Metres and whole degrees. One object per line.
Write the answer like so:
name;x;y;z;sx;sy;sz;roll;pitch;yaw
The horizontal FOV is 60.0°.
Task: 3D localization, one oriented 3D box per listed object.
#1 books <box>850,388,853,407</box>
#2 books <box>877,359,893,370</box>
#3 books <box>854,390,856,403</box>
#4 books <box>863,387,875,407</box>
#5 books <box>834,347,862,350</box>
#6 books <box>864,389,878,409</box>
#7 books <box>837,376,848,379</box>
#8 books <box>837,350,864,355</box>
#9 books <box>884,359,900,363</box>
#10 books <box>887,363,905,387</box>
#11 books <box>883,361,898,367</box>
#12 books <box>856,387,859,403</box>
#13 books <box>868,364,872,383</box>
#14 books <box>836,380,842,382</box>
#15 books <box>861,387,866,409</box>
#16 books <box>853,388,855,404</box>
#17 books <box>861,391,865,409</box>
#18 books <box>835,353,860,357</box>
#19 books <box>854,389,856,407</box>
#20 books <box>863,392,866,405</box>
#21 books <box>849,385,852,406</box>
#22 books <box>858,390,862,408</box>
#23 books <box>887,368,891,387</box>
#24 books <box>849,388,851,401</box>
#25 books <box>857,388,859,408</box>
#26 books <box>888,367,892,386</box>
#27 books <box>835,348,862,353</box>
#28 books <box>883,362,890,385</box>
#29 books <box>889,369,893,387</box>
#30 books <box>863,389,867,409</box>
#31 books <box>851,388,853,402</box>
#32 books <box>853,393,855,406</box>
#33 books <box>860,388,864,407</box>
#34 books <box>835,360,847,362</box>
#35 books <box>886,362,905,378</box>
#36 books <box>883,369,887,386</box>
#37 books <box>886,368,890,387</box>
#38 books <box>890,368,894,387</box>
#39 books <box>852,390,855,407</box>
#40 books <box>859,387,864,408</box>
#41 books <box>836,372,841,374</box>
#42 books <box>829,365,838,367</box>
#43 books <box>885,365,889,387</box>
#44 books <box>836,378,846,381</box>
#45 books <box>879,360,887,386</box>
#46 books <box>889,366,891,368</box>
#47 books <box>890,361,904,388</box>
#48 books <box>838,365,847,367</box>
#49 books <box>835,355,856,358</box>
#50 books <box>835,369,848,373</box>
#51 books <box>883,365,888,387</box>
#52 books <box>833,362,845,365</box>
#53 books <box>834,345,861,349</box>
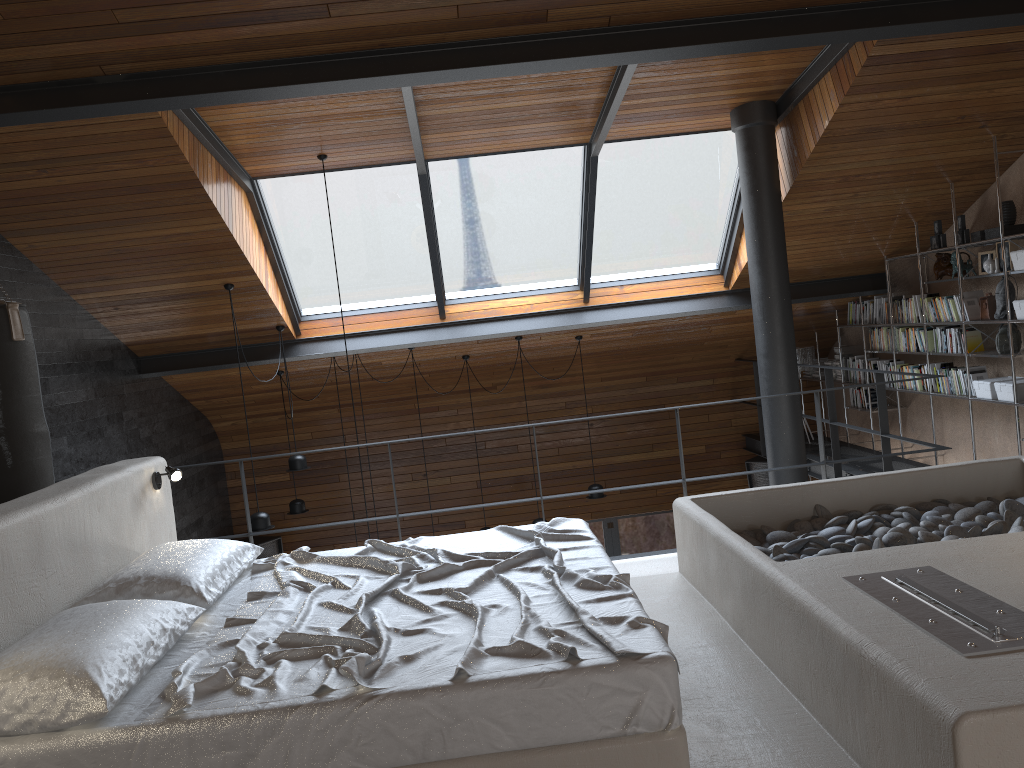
books;3.486;0.123;8.959;0.127;0.201;0.011;-7;3;-3
books;3.523;-0.109;8.338;0.148;0.233;0.053;-7;3;-3
books;3.489;0.139;8.876;0.112;0.177;0.009;-7;3;-3
books;3.514;0.131;8.657;0.137;0.216;0.049;-7;3;-3
books;3.460;-0.366;9.120;0.228;0.016;0.182;-7;3;-3
books;3.515;0.143;8.642;0.138;0.191;0.049;-7;3;-3
books;3.493;-0.079;9.120;0.239;0.021;0.174;-6;3;3
books;3.484;-0.325;9.107;0.234;0.028;0.180;-7;3;-3
books;3.559;-0.108;8.256;0.148;0.233;0.053;-7;3;-3
books;3.526;-0.091;8.114;0.161;0.222;0.055;-7;3;-3
books;3.529;-0.095;8.193;0.171;0.218;0.047;-7;3;-3
books;3.493;0.115;8.826;0.122;0.230;0.017;-7;3;-3
books;3.473;-0.108;8.526;0.137;0.215;0.014;-7;3;-3
books;3.491;-0.045;9.134;0.252;0.016;0.182;-6;3;3
books;3.511;0.129;8.713;0.133;0.218;0.051;-7;3;-3
books;3.510;0.112;8.901;0.161;0.223;0.017;-7;3;-3
books;3.514;0.138;8.726;0.126;0.197;0.047;-7;3;-3
books;3.464;-0.301;9.106;0.228;0.016;0.182;-7;3;-3
books;3.493;0.135;8.887;0.117;0.183;0.012;-7;3;-3
books;3.525;0.128;8.700;0.137;0.216;0.049;-7;3;-3
books;3.511;0.109;8.989;0.164;0.219;0.010;-7;3;-3
books;3.493;0.143;8.805;0.112;0.177;0.009;-7;3;-3
books;3.516;-0.083;8.132;0.125;0.206;0.055;-7;3;-3
books;3.494;0.119;9.001;0.127;0.201;0.011;-7;3;-3
books;3.489;0.132;8.813;0.111;0.198;0.008;-7;3;-3
books;3.510;-0.069;8.097;0.117;0.182;0.044;-7;3;-3
books;3.461;-0.347;9.121;0.216;0.021;0.174;-7;3;-3
books;3.527;-0.095;8.203;0.164;0.217;0.048;-7;3;-3
books;3.505;-0.064;8.086;0.112;0.176;0.039;-7;3;-3
books;3.515;0.135;8.671;0.131;0.205;0.051;-7;3;-3
books;3.494;0.122;8.949;0.127;0.201;0.011;-7;3;-3
books;3.499;0.121;8.919;0.125;0.206;0.019;-7;3;-3
books;3.511;0.132;8.743;0.123;0.203;0.054;-7;3;-3
books;3.469;-0.245;9.119;0.254;0.012;0.158;-6;3;9
books;3.537;-0.096;8.146;0.177;0.217;0.046;-7;3;-3
books;3.511;-0.084;8.213;0.127;0.200;0.046;-7;3;-3
books;3.507;-0.066;8.146;0.119;0.171;0.044;-7;3;-3
books;3.502;-0.061;8.059;0.111;0.174;0.041;-7;3;-3
books;3.491;0.138;8.937;0.119;0.172;0.014;-7;3;-3
books;3.517;0.123;8.762;0.155;0.215;0.055;-7;3;-3
books;3.492;-0.126;9.117;0.258;0.016;0.181;-7;3;-1
books;3.499;-0.206;9.415;0.208;0.013;0.161;-6;3;2
books;3.510;-0.081;8.161;0.127;0.200;0.046;-7;3;-3
books;3.494;-0.060;9.117;0.247;0.016;0.182;-7;3;-3
books;3.526;-0.107;8.290;0.148;0.233;0.053;-7;3;-3
books;3.508;-0.075;8.079;0.111;0.197;0.043;-7;3;-3
books;3.509;-0.088;8.040;0.122;0.230;0.057;-7;3;-3
books;3.490;-0.194;9.110;0.225;0.017;0.167;-7;3;-3
books;3.456;-0.284;9.121;0.208;0.017;0.167;-7;3;-3
books;3.482;-0.146;9.115;0.258;0.028;0.180;-6;3;3
books;3.502;-0.081;8.171;0.127;0.200;0.046;-7;3;-3
books;3.474;-0.226;9.110;0.288;0.025;0.175;-6;3;3
books;3.464;-0.383;9.130;0.228;0.016;0.182;-7;3;-3
